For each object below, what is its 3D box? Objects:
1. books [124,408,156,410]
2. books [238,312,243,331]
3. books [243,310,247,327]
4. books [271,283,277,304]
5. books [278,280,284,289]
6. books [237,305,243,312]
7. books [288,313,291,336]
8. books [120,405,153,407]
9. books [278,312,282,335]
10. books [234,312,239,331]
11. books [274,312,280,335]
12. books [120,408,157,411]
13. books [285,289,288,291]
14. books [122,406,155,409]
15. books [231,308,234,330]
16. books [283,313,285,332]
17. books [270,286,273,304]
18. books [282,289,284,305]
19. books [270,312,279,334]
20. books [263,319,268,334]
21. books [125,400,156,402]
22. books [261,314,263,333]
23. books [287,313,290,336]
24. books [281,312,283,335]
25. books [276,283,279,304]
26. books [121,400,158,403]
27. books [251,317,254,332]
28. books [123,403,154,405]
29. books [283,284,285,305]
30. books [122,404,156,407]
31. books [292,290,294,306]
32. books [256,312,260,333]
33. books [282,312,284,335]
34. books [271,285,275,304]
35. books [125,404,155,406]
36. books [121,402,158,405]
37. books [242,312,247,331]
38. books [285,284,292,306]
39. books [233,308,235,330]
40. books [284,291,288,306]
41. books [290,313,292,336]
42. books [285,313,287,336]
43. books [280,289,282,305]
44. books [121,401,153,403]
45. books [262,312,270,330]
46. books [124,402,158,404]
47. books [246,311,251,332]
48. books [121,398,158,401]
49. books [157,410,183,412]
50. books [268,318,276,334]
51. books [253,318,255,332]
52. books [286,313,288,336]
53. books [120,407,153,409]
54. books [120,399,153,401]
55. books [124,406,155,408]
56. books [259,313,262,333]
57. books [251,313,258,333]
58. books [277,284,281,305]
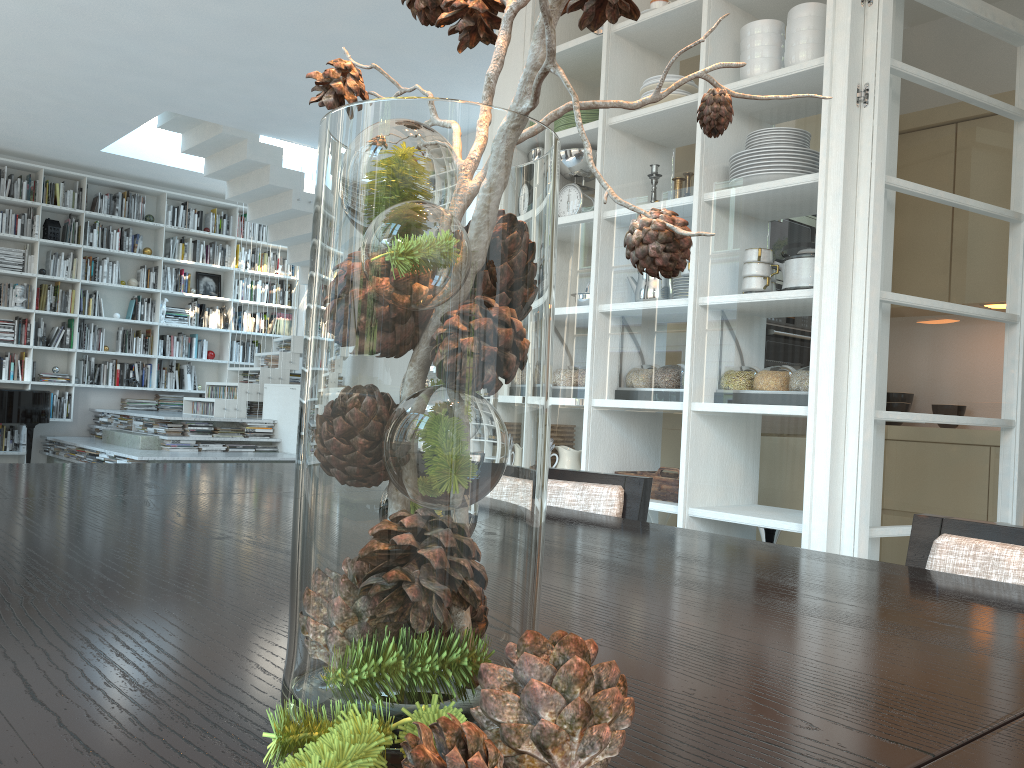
[{"bbox_3d":[-4.208,0.279,9.990,0.195,0.008,0.308,1,-2,45],"label":"books"},{"bbox_3d":[-3.304,-0.750,10.728,0.022,0.243,0.170,4,-1,-41],"label":"books"},{"bbox_3d":[-3.265,-0.758,10.776,0.022,0.265,0.157,4,-1,-41],"label":"books"},{"bbox_3d":[-2.968,-1.113,11.020,0.012,0.283,0.151,4,-1,-41],"label":"books"},{"bbox_3d":[-2.900,-1.131,11.102,0.013,0.330,0.140,4,-1,-41],"label":"books"},{"bbox_3d":[-3.302,-0.789,10.754,0.012,0.322,0.141,4,-1,-41],"label":"books"},{"bbox_3d":[-2.826,-0.739,11.137,0.018,0.293,0.169,4,-1,-41],"label":"books"},{"bbox_3d":[-4.208,0.249,9.995,0.346,0.007,0.193,5,-2,-43],"label":"books"},{"bbox_3d":[-2.919,-0.746,11.051,0.018,0.293,0.169,4,-1,-41],"label":"books"},{"bbox_3d":[-3.356,-0.750,10.720,0.066,0.236,0.144,4,-1,-41],"label":"books"},{"bbox_3d":[-2.947,-0.748,11.046,0.033,0.294,0.169,4,-1,-41],"label":"books"},{"bbox_3d":[-4.208,0.286,9.989,0.346,0.007,0.193,4,-2,-37],"label":"books"},{"bbox_3d":[-2.864,-1.077,11.148,0.024,0.230,0.131,4,-1,-41],"label":"books"},{"bbox_3d":[-4.207,0.264,9.990,0.308,0.008,0.195,4,-2,-37],"label":"books"},{"bbox_3d":[-3.396,-0.774,10.653,0.025,0.277,0.160,4,-1,-41],"label":"books"},{"bbox_3d":[-2.884,-0.743,11.094,0.018,0.293,0.169,4,-1,-41],"label":"books"},{"bbox_3d":[-3.017,-1.093,11.005,0.028,0.237,0.145,4,-1,-41],"label":"books"},{"bbox_3d":[-2.907,-1.077,11.077,0.025,0.220,0.177,4,-1,-41],"label":"books"},{"bbox_3d":[-2.975,-0.747,11.021,0.072,0.291,0.169,4,-1,-41],"label":"books"},{"bbox_3d":[-3.059,-0.700,10.926,0.024,0.181,0.191,4,-2,-41],"label":"books"},{"bbox_3d":[-4.203,0.189,9.998,0.308,0.008,0.195,4,-2,-39],"label":"books"},{"bbox_3d":[-3.111,-0.737,10.930,0.025,0.248,0.133,4,-1,-41],"label":"books"},{"bbox_3d":[-2.846,-0.740,11.133,0.018,0.293,0.169,4,-1,-41],"label":"books"},{"bbox_3d":[-2.915,-0.745,11.074,0.018,0.293,0.169,4,-1,-41],"label":"books"},{"bbox_3d":[-2.957,-1.109,11.026,0.013,0.277,0.188,4,-1,-41],"label":"books"},{"bbox_3d":[-4.204,0.197,9.998,0.346,0.007,0.193,4,-2,-39],"label":"books"},{"bbox_3d":[-3.200,-0.715,10.818,0.023,0.189,0.169,4,-1,-41],"label":"books"},{"bbox_3d":[-4.200,0.227,9.991,0.308,0.008,0.195,4,-2,-36],"label":"books"},{"bbox_3d":[-2.886,-1.106,11.103,0.013,0.283,0.149,4,-1,-41],"label":"books"},{"bbox_3d":[-4.203,0.242,9.989,0.195,0.008,0.308,1,-2,44],"label":"books"},{"bbox_3d":[-2.801,-1.068,11.165,0.021,0.219,0.184,4,-1,-41],"label":"books"},{"bbox_3d":[-3.151,-0.746,10.880,0.029,0.259,0.171,4,-1,-41],"label":"books"},{"bbox_3d":[-2.901,-0.744,11.086,0.018,0.293,0.169,4,-1,-41],"label":"books"},{"bbox_3d":[-2.989,-1.099,11.014,0.025,0.252,0.160,4,-1,-41],"label":"books"},{"bbox_3d":[-4.211,0.234,9.999,0.308,0.008,0.195,4,-2,-41],"label":"books"},{"bbox_3d":[-4.203,0.219,9.995,0.346,0.007,0.193,5,-2,-44],"label":"books"},{"bbox_3d":[-3.276,-0.749,10.751,0.026,0.245,0.180,4,-1,-41],"label":"books"},{"bbox_3d":[-2.821,-1.106,11.144,0.042,0.292,0.186,4,-1,-41],"label":"books"},{"bbox_3d":[-3.384,-0.773,10.695,0.010,0.279,0.147,4,-1,-41],"label":"books"},{"bbox_3d":[-2.862,-1.061,11.104,0.029,0.195,0.192,4,-2,-41],"label":"books"},{"bbox_3d":[-2.819,-0.738,11.157,0.018,0.293,0.169,4,-1,-41],"label":"books"},{"bbox_3d":[-2.873,-0.742,11.110,0.018,0.293,0.169,4,-1,-41],"label":"books"},{"bbox_3d":[-2.920,-1.074,11.053,0.025,0.211,0.188,4,-1,-41],"label":"books"},{"bbox_3d":[-4.198,0.204,9.991,0.193,0.007,0.346,1,-2,44],"label":"books"},{"bbox_3d":[-3.056,-0.748,10.964,0.026,0.278,0.170,4,-1,-41],"label":"books"},{"bbox_3d":[-4.204,0.212,9.998,0.346,0.007,0.193,4,-2,-39],"label":"books"},{"bbox_3d":[-3.228,-0.753,10.792,0.056,0.261,0.176,4,-1,-41],"label":"books"},{"bbox_3d":[-4.202,0.174,9.998,0.346,0.007,0.193,4,-2,-39],"label":"books"},{"bbox_3d":[-3.962,0.306,10.217,0.285,0.007,0.159,4,-2,-41],"label":"books"},{"bbox_3d":[-3.007,-0.710,10.993,0.089,0.217,0.167,4,-1,-41],"label":"books"},{"bbox_3d":[-3.195,-0.711,10.851,0.030,0.184,0.137,4,-1,-41],"label":"books"},{"bbox_3d":[-2.857,-0.741,11.118,0.018,0.293,0.169,4,-1,-41],"label":"books"},{"bbox_3d":[-4.205,0.271,9.987,0.346,0.007,0.193,4,-2,-36],"label":"books"},{"bbox_3d":[-4.203,0.182,9.998,0.346,0.007,0.193,5,-2,-43],"label":"books"},{"bbox_3d":[-4.210,0.256,9.994,0.308,0.008,0.195,4,-2,-39],"label":"books"},{"bbox_3d":[-3.123,-0.741,10.915,0.012,0.254,0.161,4,-1,-41],"label":"books"},{"bbox_3d":[-3.163,-0.741,10.856,0.022,0.247,0.181,4,-1,-41],"label":"books"},{"bbox_3d":[-2.940,-1.103,11.037,0.028,0.268,0.173,4,-1,-41],"label":"books"}]
